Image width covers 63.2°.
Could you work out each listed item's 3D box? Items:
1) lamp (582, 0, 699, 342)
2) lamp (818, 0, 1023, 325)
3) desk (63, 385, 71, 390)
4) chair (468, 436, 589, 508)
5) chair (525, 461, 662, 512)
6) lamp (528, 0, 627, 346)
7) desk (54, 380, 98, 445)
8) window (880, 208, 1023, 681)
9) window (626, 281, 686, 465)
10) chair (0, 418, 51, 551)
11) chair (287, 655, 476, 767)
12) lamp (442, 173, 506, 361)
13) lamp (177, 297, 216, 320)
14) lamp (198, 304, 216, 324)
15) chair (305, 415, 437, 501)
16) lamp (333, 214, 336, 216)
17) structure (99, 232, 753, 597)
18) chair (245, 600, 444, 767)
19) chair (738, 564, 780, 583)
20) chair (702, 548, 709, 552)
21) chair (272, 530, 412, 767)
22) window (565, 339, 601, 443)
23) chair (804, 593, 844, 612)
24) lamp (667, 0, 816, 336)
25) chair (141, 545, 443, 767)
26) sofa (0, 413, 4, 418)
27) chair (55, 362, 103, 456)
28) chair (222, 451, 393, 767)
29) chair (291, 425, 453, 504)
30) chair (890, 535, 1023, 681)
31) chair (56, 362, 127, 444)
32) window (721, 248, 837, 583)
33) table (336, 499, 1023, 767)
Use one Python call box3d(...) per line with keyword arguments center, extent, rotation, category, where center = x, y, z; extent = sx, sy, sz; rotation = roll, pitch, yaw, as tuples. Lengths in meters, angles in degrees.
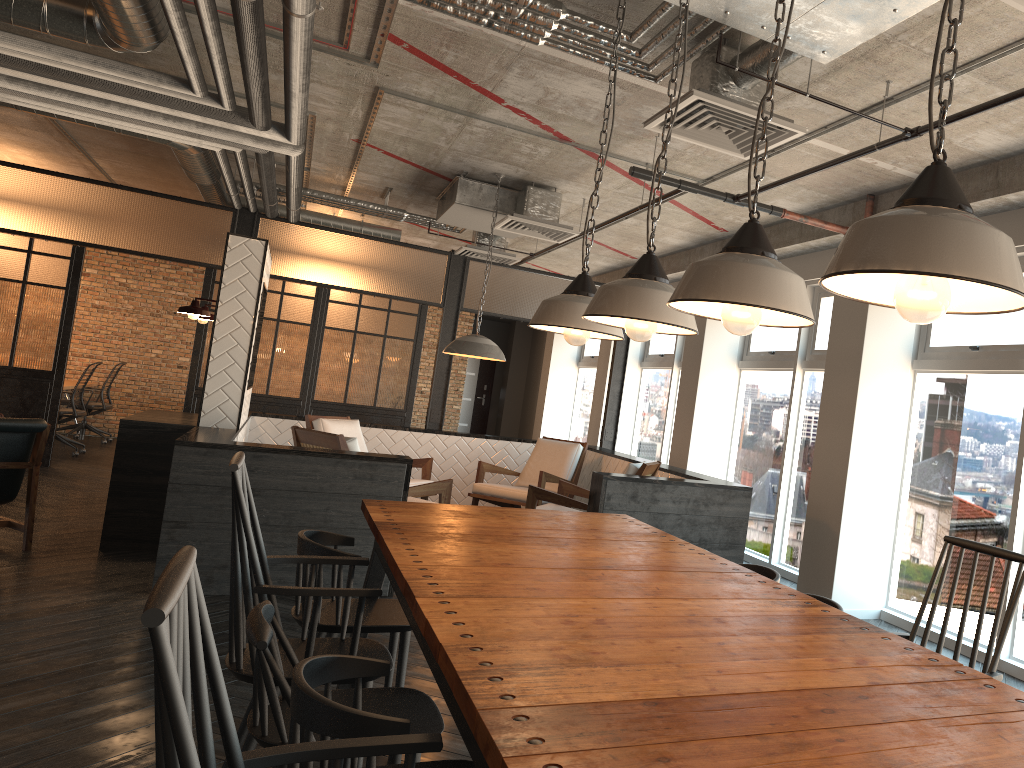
box3d(center=(0.516, -0.991, 2.615), extent=(0.380, 1.739, 0.351), rotation=(8, -2, -3), category="lamp")
box3d(center=(0.824, -0.964, 1.466), extent=(0.421, 1.739, 0.311), rotation=(9, -3, -33), category="lamp")
box3d(center=(-5.513, 0.342, 8.971), extent=(0.903, 0.721, 1.456), rotation=(8, -1, -18), category="desk")
box3d(center=(0.194, 0.963, 7.904), extent=(0.635, 0.908, 1.055), rotation=(7, -2, 31), category="chair")
box3d(center=(0.599, 1.000, 6.483), extent=(0.900, 0.908, 0.754), rotation=(7, -2, 12), category="chair")
box3d(center=(0.362, -1.004, 3.189), extent=(0.380, 1.739, 0.351), rotation=(8, -2, -3), category="lamp")
box3d(center=(-5.891, 0.309, 10.381), extent=(0.903, 0.721, 1.456), rotation=(8, -1, -18), category="desk")
box3d(center=(3.206, 0.324, 5.166), extent=(0.276, 2.877, 2.209), rotation=(9, -2, -15), category="window")
box3d(center=(1.916, 0.210, 9.984), extent=(0.276, 2.877, 2.209), rotation=(9, -2, -15), category="window")
box3d(center=(-3.458, 0.524, 4.886), extent=(0.889, 0.796, 0.851), rotation=(7, -2, 33), category="chair")
box3d(center=(-0.235, 0.929, 1.639), extent=(0.503, 0.738, 0.330), rotation=(8, -2, -23), category="chair")
box3d(center=(-0.203, -0.990, 6.949), extent=(0.557, 1.546, 0.461), rotation=(8, -2, -14), category="lamp")
box3d(center=(-2.147, -0.521, 5.677), extent=(0.168, 0.172, 0.260), rotation=(6, -1, 37), category="lamp")
box3d(center=(-2.312, -0.536, 6.294), extent=(0.168, 0.172, 0.260), rotation=(6, -1, 37), category="lamp")
box3d(center=(-1.241, 0.772, 7.104), extent=(0.876, 0.908, 0.773), rotation=(7, -2, 17), category="chair")
box3d(center=(-2.509, -1.588, 11.082), extent=(0.335, 0.858, 3.028), rotation=(8, -1, -15), category="lamp")
box3d(center=(-0.591, 0.242, 6.812), extent=(4.483, 2.117, 3.260), rotation=(8, -1, -22), category="structure")
box3d(center=(-0.430, 0.914, 2.028), extent=(0.524, 0.726, 0.329), rotation=(8, -2, -23), category="chair")
box3d(center=(0.764, 1.072, 3.196), extent=(0.503, 0.738, 0.330), rotation=(8, -2, -23), category="chair")
box3d(center=(0.587, 1.059, 3.545), extent=(0.524, 0.726, 0.329), rotation=(8, -2, -23), category="chair")
box3d(center=(-0.556, 0.901, 2.928), extent=(0.503, 0.738, 0.330), rotation=(8, -2, -23), category="chair")
box3d(center=(1.270, 0.153, 12.396), extent=(0.276, 2.877, 2.209), rotation=(9, -2, -15), category="window")
box3d(center=(0.823, 1.075, 2.730), extent=(0.503, 0.738, 0.330), rotation=(8, -2, -23), category="chair")
box3d(center=(0.670, -0.977, 2.040), extent=(0.394, 1.739, 0.337), rotation=(8, -2, -11), category="lamp")
box3d(center=(-0.261, 0.771, 1.128), extent=(0.554, 1.034, 0.403), rotation=(9, -2, -22), category="chair")
box3d(center=(-4.877, 0.436, 6.157), extent=(1.831, 0.638, 0.590), rotation=(8, -1, -25), category="sofa")
box3d(center=(-5.059, 0.229, 9.193), extent=(0.790, 1.064, 0.610), rotation=(8, -2, -22), category="chair")
box3d(center=(-0.603, 0.741, 2.407), extent=(0.554, 1.034, 0.403), rotation=(9, -2, -22), category="chair")
box3d(center=(-0.979, 0.791, 5.731), extent=(0.617, 0.908, 1.080), rotation=(6, -2, 40), category="chair")
box3d(center=(1.107, 0.957, 2.336), extent=(0.554, 1.034, 0.403), rotation=(9, -2, -22), category="chair")
box3d(center=(-5.441, 0.195, 10.619), extent=(0.790, 1.064, 0.610), rotation=(8, -2, -22), category="chair")
box3d(center=(2.562, 0.267, 7.573), extent=(0.276, 2.877, 2.209), rotation=(9, -2, -15), category="window")
box3d(center=(0.338, 0.979, 2.089), extent=(1.340, 0.792, 3.325), rotation=(8, -1, -17), category="table")
